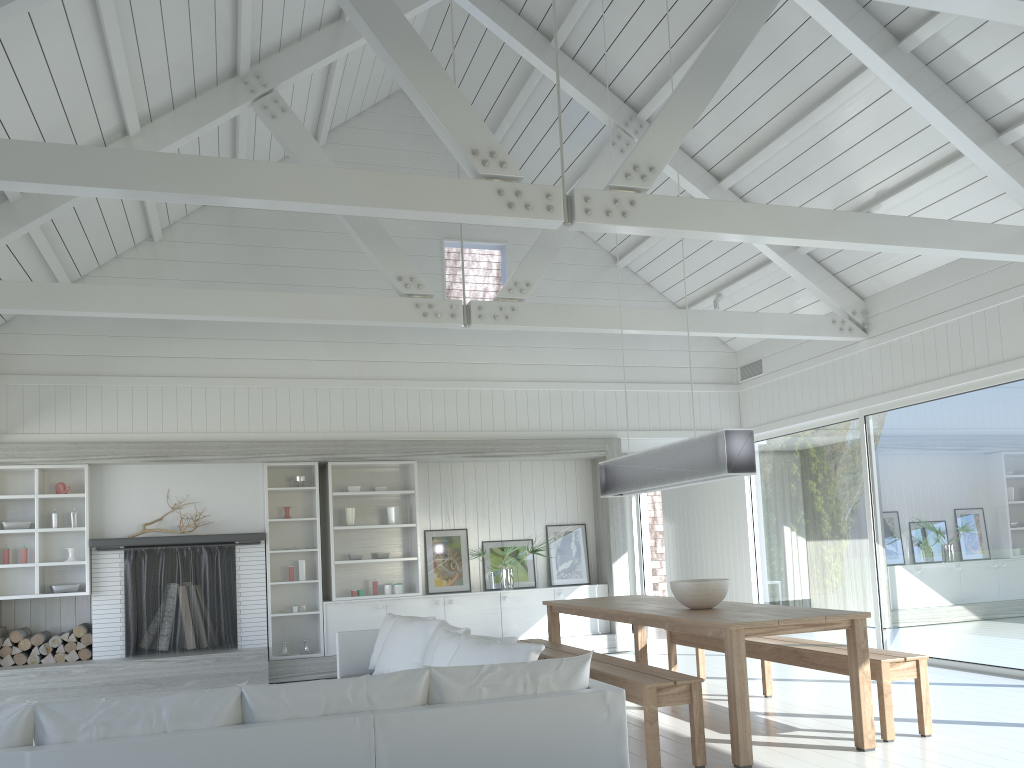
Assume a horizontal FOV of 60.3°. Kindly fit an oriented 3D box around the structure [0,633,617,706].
[{"bbox_3d":[-2.077,2.923,9.556,6.347,0.343,1.905,1,-11,-18],"label":"structure"}]

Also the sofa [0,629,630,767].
[{"bbox_3d":[-1.774,1.903,5.223,3.475,0.731,4.185,1,-11,-18],"label":"sofa"}]

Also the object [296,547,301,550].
[{"bbox_3d":[-2.232,1.721,9.215,0.054,0.025,0.055,0,-10,-18],"label":"object"}]

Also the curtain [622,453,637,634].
[{"bbox_3d":[1.152,2.071,11.440,1.005,2.349,0.117,-1,-5,-18],"label":"curtain"}]

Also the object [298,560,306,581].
[{"bbox_3d":[-2.185,1.937,9.168,0.072,0.209,0.072,-1,-5,-19],"label":"object"}]

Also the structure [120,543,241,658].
[{"bbox_3d":[-3.214,2.097,8.571,1.097,1.054,0.117,0,-5,-18],"label":"structure"}]

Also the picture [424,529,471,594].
[{"bbox_3d":[-0.711,1.958,9.748,0.494,0.697,0.066,-1,-5,-18],"label":"picture"}]

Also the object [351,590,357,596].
[{"bbox_3d":[-1.666,2.202,9.296,0.054,0.070,0.055,3,-9,-39],"label":"object"}]

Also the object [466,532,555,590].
[{"bbox_3d":[0.015,1.946,9.679,0.971,0.624,0.629,1,-8,-20],"label":"object"}]

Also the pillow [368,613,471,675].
[{"bbox_3d":[-0.680,1.984,6.551,0.462,0.473,2.081,1,-11,-25],"label":"pillow"}]

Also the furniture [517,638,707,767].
[{"bbox_3d":[0.472,2.071,5.932,0.340,0.466,2.714,-1,-11,-18],"label":"furniture"}]

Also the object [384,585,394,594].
[{"bbox_3d":[-1.319,2.206,9.465,0.092,0.095,0.091,-5,-8,16],"label":"object"}]

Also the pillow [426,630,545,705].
[{"bbox_3d":[-0.212,1.663,4.961,0.466,0.473,1.333,1,-11,-26],"label":"pillow"}]

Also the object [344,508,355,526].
[{"bbox_3d":[-1.723,1.416,9.362,0.102,0.195,0.104,-1,-6,-18],"label":"object"}]

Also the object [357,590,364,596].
[{"bbox_3d":[-1.608,2.213,9.342,0.058,0.060,0.058,4,-10,-40],"label":"object"}]

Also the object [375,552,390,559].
[{"bbox_3d":[-1.404,1.865,9.574,0.141,0.065,0.143,0,-10,-18],"label":"object"}]

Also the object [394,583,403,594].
[{"bbox_3d":[-1.209,2.186,9.430,0.085,0.110,0.086,-5,-7,17],"label":"object"}]

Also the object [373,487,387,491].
[{"bbox_3d":[-1.439,1.160,9.629,0.141,0.065,0.143,0,-10,-18],"label":"object"}]

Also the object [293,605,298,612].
[{"bbox_3d":[-2.241,2.323,9.118,0.054,0.070,0.055,0,-7,-19],"label":"object"}]

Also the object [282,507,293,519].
[{"bbox_3d":[-2.339,1.345,9.174,0.137,0.129,0.138,-6,-9,24],"label":"object"}]

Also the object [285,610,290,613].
[{"bbox_3d":[-2.314,2.345,9.093,0.054,0.025,0.055,0,-10,-18],"label":"object"}]

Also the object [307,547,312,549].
[{"bbox_3d":[-2.136,1.733,9.303,0.054,0.025,0.055,0,-10,-18],"label":"object"}]

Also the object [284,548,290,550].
[{"bbox_3d":[-2.328,1.709,9.127,0.054,0.025,0.055,0,-10,-18],"label":"object"}]

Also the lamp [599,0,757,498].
[{"bbox_3d":[0.994,-1.364,6.373,0.200,4.205,1.926,-1,-6,-18],"label":"lamp"}]

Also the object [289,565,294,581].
[{"bbox_3d":[-2.287,1.944,9.137,0.054,0.194,0.055,-1,-5,-19],"label":"object"}]

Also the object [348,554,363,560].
[{"bbox_3d":[-1.655,1.834,9.345,0.141,0.065,0.143,0,-10,-18],"label":"object"}]

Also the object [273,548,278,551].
[{"bbox_3d":[-2.424,1.697,9.039,0.054,0.025,0.055,0,-10,-18],"label":"object"}]

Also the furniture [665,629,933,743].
[{"bbox_3d":[1.898,2.088,6.391,0.340,0.466,2.714,-1,-11,-18],"label":"furniture"}]

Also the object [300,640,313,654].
[{"bbox_3d":[-2.123,2.715,9.114,0.137,0.129,0.138,-6,-9,24],"label":"object"}]

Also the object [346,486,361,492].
[{"bbox_3d":[-1.690,1.129,9.400,0.141,0.065,0.143,0,-10,-18],"label":"object"}]

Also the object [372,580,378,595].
[{"bbox_3d":[-1.458,2.146,9.386,0.054,0.194,0.055,-1,-5,-19],"label":"object"}]

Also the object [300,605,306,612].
[{"bbox_3d":[-2.170,2.329,9.139,0.058,0.060,0.058,0,-8,-18],"label":"object"}]

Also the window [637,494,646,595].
[{"bbox_3d":[2.115,2.364,13.111,0.037,2.406,0.955,-1,-6,-18],"label":"window"}]

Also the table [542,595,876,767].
[{"bbox_3d":[1.153,1.936,6.170,0.905,0.755,2.985,0,-11,-18],"label":"table"}]

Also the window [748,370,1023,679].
[{"bbox_3d":[4.528,0.813,5.474,0.080,2.395,11.065,-1,-10,-18],"label":"window"}]

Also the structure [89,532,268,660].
[{"bbox_3d":[-3.321,2.188,8.906,1.616,1.275,0.869,0,-7,-18],"label":"structure"}]

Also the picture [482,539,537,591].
[{"bbox_3d":[-0.032,2.043,9.971,0.609,0.548,0.054,0,-5,-18],"label":"picture"}]

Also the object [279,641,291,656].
[{"bbox_3d":[-2.332,2.712,9.047,0.137,0.129,0.138,-6,-9,24],"label":"object"}]

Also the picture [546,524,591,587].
[{"bbox_3d":[0.651,1.975,10.187,0.494,0.697,0.066,-1,-5,-18],"label":"picture"}]

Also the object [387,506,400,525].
[{"bbox_3d":[-1.277,1.421,9.506,0.103,0.195,0.103,-6,-7,27],"label":"object"}]

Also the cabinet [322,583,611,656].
[{"bbox_3d":[-0.495,2.582,9.775,3.180,0.546,0.661,1,-9,-18],"label":"cabinet"}]
